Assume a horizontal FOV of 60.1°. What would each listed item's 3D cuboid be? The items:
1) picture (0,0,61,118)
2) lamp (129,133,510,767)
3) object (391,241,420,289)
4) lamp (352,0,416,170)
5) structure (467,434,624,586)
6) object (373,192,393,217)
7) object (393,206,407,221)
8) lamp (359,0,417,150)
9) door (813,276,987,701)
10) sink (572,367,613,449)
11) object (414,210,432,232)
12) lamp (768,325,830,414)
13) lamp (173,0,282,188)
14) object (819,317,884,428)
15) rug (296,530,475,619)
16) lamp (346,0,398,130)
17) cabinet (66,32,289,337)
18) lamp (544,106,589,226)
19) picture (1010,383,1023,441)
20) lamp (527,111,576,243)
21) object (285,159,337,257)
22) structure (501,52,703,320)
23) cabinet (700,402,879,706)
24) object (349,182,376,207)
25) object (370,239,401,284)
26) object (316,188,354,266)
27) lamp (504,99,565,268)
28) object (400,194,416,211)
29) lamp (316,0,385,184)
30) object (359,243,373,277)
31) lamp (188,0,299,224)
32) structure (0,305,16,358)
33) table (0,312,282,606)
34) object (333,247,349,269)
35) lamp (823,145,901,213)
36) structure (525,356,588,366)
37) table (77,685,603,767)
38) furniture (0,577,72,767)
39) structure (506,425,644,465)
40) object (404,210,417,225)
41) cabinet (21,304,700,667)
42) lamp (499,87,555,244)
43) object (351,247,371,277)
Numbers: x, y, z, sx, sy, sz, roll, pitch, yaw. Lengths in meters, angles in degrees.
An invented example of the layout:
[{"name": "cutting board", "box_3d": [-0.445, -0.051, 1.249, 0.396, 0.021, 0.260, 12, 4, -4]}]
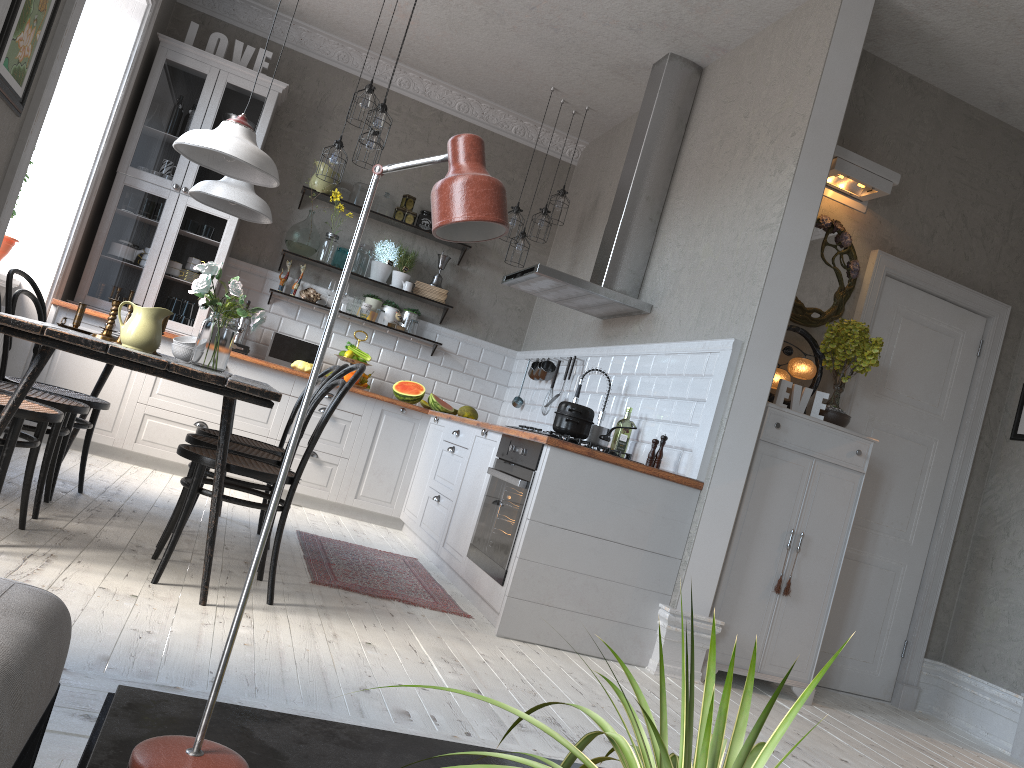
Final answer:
[{"name": "picture", "box_3d": [-1.964, -1.442, 3.603, 0.020, 0.620, 0.514, 18, -4, -16]}, {"name": "lamp", "box_3d": [-0.216, 0.077, 1.074, 0.248, 0.840, 0.139, 15, -5, 17]}, {"name": "object", "box_3d": [-0.826, -0.903, 6.761, 0.166, 0.380, 0.187, 13, -5, 33]}, {"name": "lamp", "box_3d": [-0.657, -2.159, 5.455, 0.149, 1.736, 0.144, 19, -5, -30]}, {"name": "structure", "box_3d": [0.205, 0.627, 4.140, 0.626, 0.623, 0.614, 18, -4, -17]}, {"name": "object", "box_3d": [-0.985, -1.366, 6.800, 0.137, 0.220, 0.142, 14, -5, 32]}, {"name": "object", "box_3d": [-0.860, -1.280, 6.739, 0.084, 0.113, 0.082, 18, -5, -17]}, {"name": "lamp", "box_3d": [-0.564, -2.206, 5.159, 0.144, 1.736, 0.149, 14, -5, 29]}, {"name": "door", "box_3d": [2.022, 0.570, 4.759, 0.760, 2.185, 0.079, 18, -5, -19]}, {"name": "sink", "box_3d": [0.255, 0.213, 4.828, 0.534, 0.721, 0.479, 18, -5, -17]}, {"name": "object", "box_3d": [-0.672, -1.249, 6.851, 0.144, 0.174, 0.140, 18, -4, -17]}, {"name": "lamp", "box_3d": [1.338, -0.017, 4.377, 0.453, 0.558, 0.170, 17, -5, -10]}, {"name": "lamp", "box_3d": [-0.771, -1.672, 3.278, 0.374, 1.860, 0.384, 15, -5, 20]}, {"name": "object", "box_3d": [1.649, -0.045, 4.401, 0.294, 0.554, 0.344, 15, -5, 17]}, {"name": "rug", "box_3d": [-0.678, 0.909, 4.357, 0.745, 0.014, 1.272, 17, -4, -17]}, {"name": "lamp", "box_3d": [-0.661, -2.361, 5.289, 0.149, 1.736, 0.144, 19, -5, -30]}, {"name": "cabinet", "box_3d": [-2.283, -1.297, 6.138, 0.890, 1.923, 0.382, 18, -5, -18]}, {"name": "lamp", "box_3d": [0.548, -2.004, 6.481, 0.143, 1.736, 0.149, 12, -6, 44]}, {"name": "picture", "box_3d": [2.891, 0.157, 4.718, 0.014, 0.331, 0.483, 18, -4, -16]}, {"name": "lamp", "box_3d": [0.425, -1.896, 6.619, 0.144, 1.736, 0.149, 14, -5, 24]}, {"name": "object", "box_3d": [-1.466, -1.265, 6.487, 0.331, 0.675, 0.341, 13, -6, 41]}, {"name": "structure", "box_3d": [0.583, -1.274, 5.329, 0.721, 1.597, 0.703, 18, -5, -17]}, {"name": "cabinet", "box_3d": [1.226, 0.788, 4.253, 0.674, 1.298, 0.379, 18, -5, -18]}, {"name": "object", "box_3d": [-1.127, -1.400, 6.653, 0.169, 0.185, 0.174, 15, -5, 22]}, {"name": "object", "box_3d": [-0.966, -0.930, 6.767, 0.245, 0.354, 0.234, 16, -4, 0]}, {"name": "object", "box_3d": [-1.313, -1.148, 6.495, 0.194, 0.540, 0.276, 18, -5, -25]}, {"name": "lamp", "box_3d": [0.259, -1.692, 6.456, 0.143, 1.736, 0.149, 12, -6, 44]}, {"name": "object", "box_3d": [-0.794, -1.377, 6.747, 0.084, 0.113, 0.081, 20, -5, -37]}, {"name": "lamp", "box_3d": [-0.863, -2.058, 5.391, 0.144, 1.736, 0.149, 13, -6, 39]}, {"name": "object", "box_3d": [-1.147, -0.934, 6.769, 0.132, 0.264, 0.130, 17, -4, -12]}, {"name": "lamp", "box_3d": [-1.026, -1.687, 4.123, 0.382, 1.860, 0.376, 17, -5, -10]}, {"name": "structure", "box_3d": [-2.862, -0.238, 4.649, 0.150, 0.428, 1.206, 18, -4, -18]}, {"name": "table", "box_3d": [-1.533, 0.236, 3.619, 0.916, 0.735, 1.895, 18, -4, -17]}, {"name": "object", "box_3d": [-1.277, -0.932, 6.661, 0.127, 0.172, 0.125, 17, -4, -14]}, {"name": "lamp", "box_3d": [1.739, -1.047, 4.545, 0.421, 0.171, 0.217, 18, -4, -18]}, {"name": "structure", "box_3d": [0.284, -0.164, 6.146, 0.095, 0.053, 1.071, 17, -4, -16]}, {"name": "table", "box_3d": [-0.037, 0.701, 0.768, 0.859, 0.303, 1.293, 17, -4, -17]}, {"name": "furniture", "box_3d": [-0.752, 0.383, 0.651, 0.590, 0.476, 0.817, 18, -4, -17]}, {"name": "structure", "box_3d": [0.283, 0.271, 4.165, 0.502, 0.031, 0.598, 17, -4, -17]}, {"name": "object", "box_3d": [-0.779, -1.254, 6.763, 0.083, 0.113, 0.082, 17, -4, -7]}, {"name": "cabinet", "box_3d": [-0.820, 0.493, 5.300, 4.123, 0.855, 2.020, 14, -4, 28]}, {"name": "lamp", "box_3d": [0.214, -1.844, 6.298, 0.145, 1.736, 0.148, 15, -5, 14]}, {"name": "object", "box_3d": [-1.133, -0.911, 6.617, 0.124, 0.206, 0.125, 16, -4, 5]}]
